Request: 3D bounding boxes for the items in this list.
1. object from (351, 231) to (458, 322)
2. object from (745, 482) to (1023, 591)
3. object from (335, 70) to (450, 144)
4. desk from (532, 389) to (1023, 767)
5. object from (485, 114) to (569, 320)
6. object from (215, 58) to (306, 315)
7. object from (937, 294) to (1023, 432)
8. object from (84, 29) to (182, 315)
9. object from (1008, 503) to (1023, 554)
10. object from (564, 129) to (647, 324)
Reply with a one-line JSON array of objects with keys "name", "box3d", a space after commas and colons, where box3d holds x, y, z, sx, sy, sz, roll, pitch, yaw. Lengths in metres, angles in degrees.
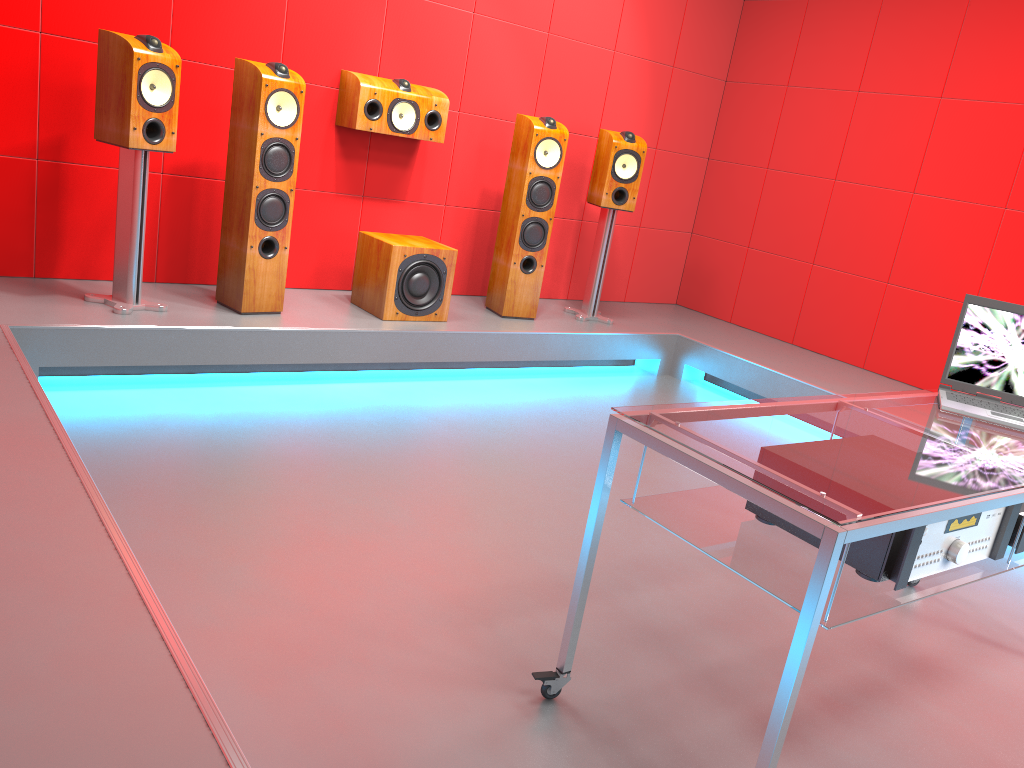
[{"name": "object", "box3d": [-0.531, -0.526, 4.355, 0.360, 0.360, 0.360, -2, 19, -37]}, {"name": "object", "box3d": [0.797, 0.265, 1.906, 0.431, 0.158, 0.371, -2, 19, -37]}, {"name": "object", "box3d": [-0.584, -1.374, 4.390, 0.493, 0.271, 0.235, -2, 19, -37]}, {"name": "desk", "box3d": [0.902, 0.442, 2.146, 1.617, 0.690, 0.594, -2, 19, -37]}, {"name": "object", "box3d": [0.078, -0.880, 4.705, 0.203, 1.052, 0.238, 2, 17, -27]}, {"name": "object", "box3d": [-1.082, -0.836, 3.810, 0.238, 1.052, 0.203, 23, 20, 40]}, {"name": "object", "box3d": [1.343, -0.046, 2.334, 0.342, 0.285, 0.340, 16, 17, 21]}, {"name": "object", "box3d": [-1.495, -0.825, 3.500, 0.265, 1.058, 0.231, 19, 18, 30]}, {"name": "object", "box3d": [1.184, 0.283, 2.212, 0.435, 0.092, 0.365, -2, 19, -37]}, {"name": "object", "box3d": [0.531, -0.890, 5.016, 0.231, 1.058, 0.265, 5, 16, -18]}]
